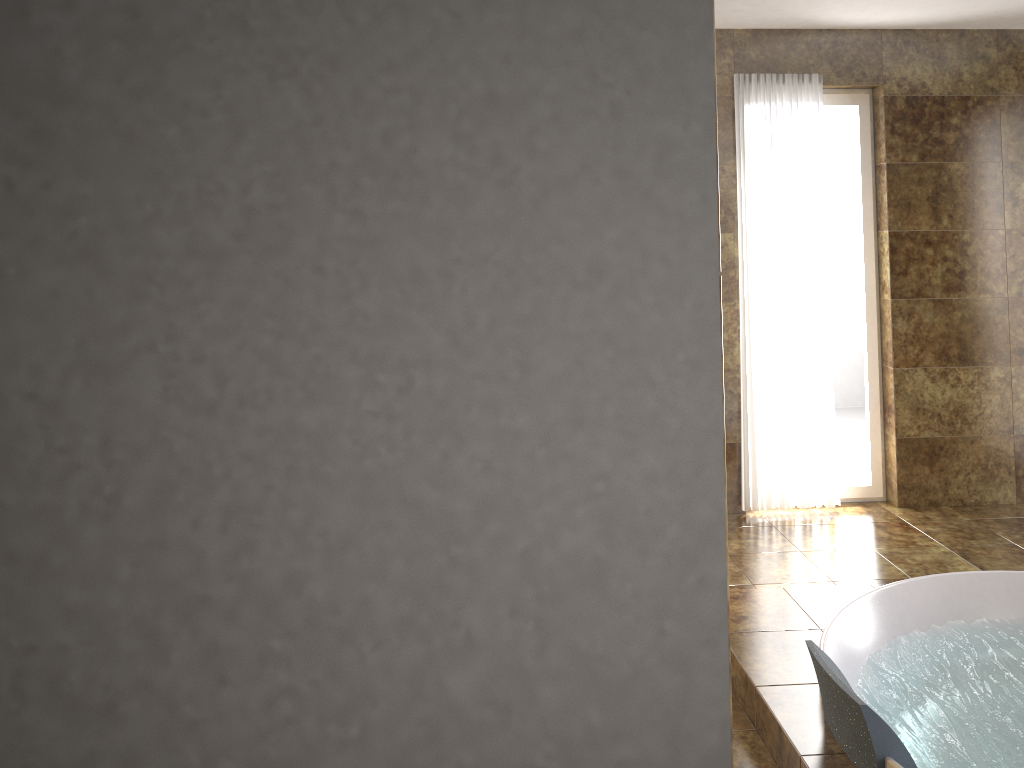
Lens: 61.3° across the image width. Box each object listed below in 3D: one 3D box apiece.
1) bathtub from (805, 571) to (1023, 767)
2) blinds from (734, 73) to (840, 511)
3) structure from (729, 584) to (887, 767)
[{"bbox_3d":[1.727,0.970,2.239,1.753,0.518,1.771,4,10,27],"label":"bathtub"},{"bbox_3d":[1.407,-0.492,4.446,0.519,2.254,0.067,-1,-3,-4],"label":"blinds"},{"bbox_3d":[1.728,0.978,2.241,2.004,0.123,2.032,-1,10,-3],"label":"structure"}]
